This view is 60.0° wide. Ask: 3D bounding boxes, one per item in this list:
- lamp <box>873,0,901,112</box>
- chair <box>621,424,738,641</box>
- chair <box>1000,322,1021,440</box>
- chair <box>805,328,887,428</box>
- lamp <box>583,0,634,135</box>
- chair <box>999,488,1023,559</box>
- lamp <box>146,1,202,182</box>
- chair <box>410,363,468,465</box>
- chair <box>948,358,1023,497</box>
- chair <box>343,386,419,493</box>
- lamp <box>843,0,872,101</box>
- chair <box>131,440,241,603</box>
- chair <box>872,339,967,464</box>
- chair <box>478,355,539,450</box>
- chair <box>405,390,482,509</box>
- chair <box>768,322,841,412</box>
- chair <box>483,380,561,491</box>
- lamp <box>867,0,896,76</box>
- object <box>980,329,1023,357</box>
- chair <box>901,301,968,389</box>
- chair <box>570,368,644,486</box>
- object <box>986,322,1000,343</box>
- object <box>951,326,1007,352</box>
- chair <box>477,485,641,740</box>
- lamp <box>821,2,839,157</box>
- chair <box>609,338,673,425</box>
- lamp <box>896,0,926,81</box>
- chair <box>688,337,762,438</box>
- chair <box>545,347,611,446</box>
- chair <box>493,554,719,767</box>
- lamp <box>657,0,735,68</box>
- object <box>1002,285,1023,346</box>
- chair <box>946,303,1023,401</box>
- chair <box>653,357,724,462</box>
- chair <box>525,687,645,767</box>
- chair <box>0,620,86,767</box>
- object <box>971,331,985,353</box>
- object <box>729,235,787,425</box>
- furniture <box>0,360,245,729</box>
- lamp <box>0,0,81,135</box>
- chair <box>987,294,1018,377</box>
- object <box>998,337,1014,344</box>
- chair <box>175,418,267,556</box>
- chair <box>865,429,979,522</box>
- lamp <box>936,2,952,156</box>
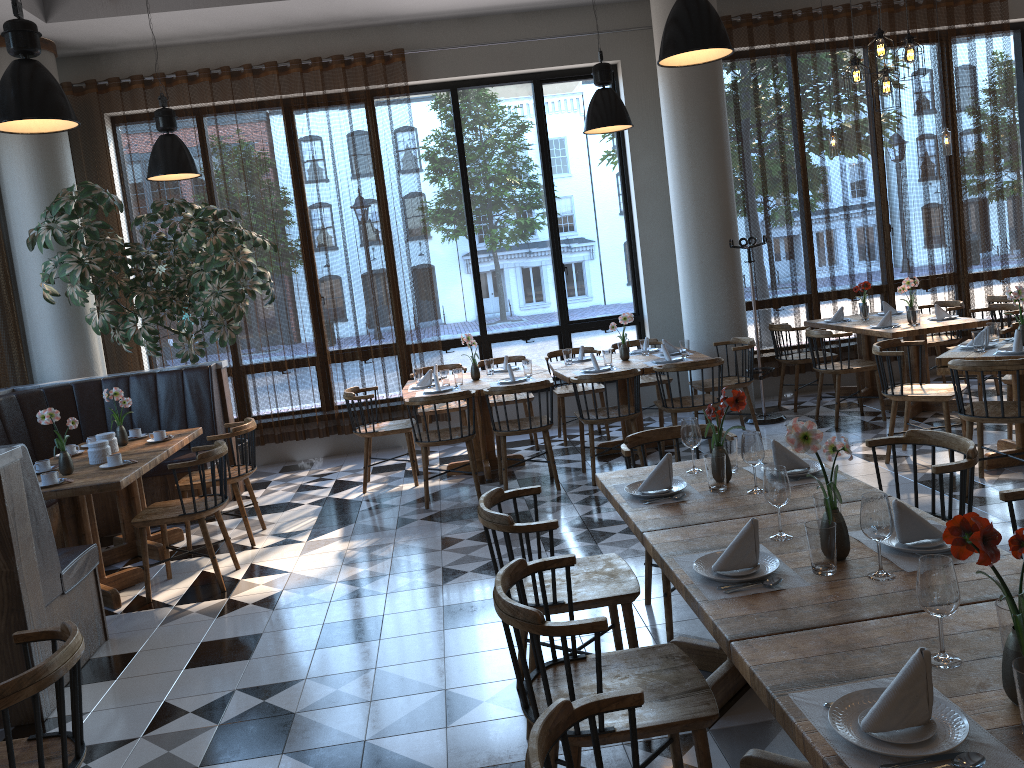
[{"bbox_3d":[2.630,-3.027,6.387,0.175,2.063,0.175,-9,6,-18],"label":"lamp"},{"bbox_3d":[0.805,0.640,3.993,0.519,0.814,0.552,-7,6,-4],"label":"chair"},{"bbox_3d":[3.716,-0.007,6.178,0.519,0.814,0.552,-2,8,40],"label":"chair"},{"bbox_3d":[2.828,-0.087,7.556,0.550,0.814,0.521,-7,6,-4],"label":"chair"},{"bbox_3d":[0.627,-2.864,6.707,0.391,1.857,0.391,-10,6,-27],"label":"lamp"},{"bbox_3d":[1.580,0.742,2.553,0.550,0.814,0.521,-7,6,-4],"label":"chair"},{"bbox_3d":[-2.605,-2.441,6.458,0.390,1.857,0.392,-6,5,8],"label":"lamp"},{"bbox_3d":[-0.622,0.261,8.056,0.519,0.814,0.552,-7,6,-4],"label":"chair"},{"bbox_3d":[2.893,0.224,5.203,0.519,0.814,0.552,-2,8,40],"label":"chair"},{"bbox_3d":[-1.055,0.421,7.258,0.550,0.814,0.521,-7,6,-4],"label":"chair"},{"bbox_3d":[2.475,-3.163,6.547,0.175,2.063,0.176,-3,7,38],"label":"lamp"},{"bbox_3d":[-1.921,0.797,5.259,0.550,0.814,0.521,-7,6,-4],"label":"chair"},{"bbox_3d":[2.814,0.111,6.108,0.549,0.814,0.522,-2,8,40],"label":"chair"},{"bbox_3d":[-0.034,0.184,8.102,0.519,0.814,0.552,-7,6,-4],"label":"chair"},{"bbox_3d":[-0.484,0.448,6.556,0.519,0.814,0.552,-7,6,-4],"label":"chair"},{"bbox_3d":[2.755,-0.192,8.394,0.550,0.814,0.521,-7,6,-4],"label":"chair"},{"bbox_3d":[0.086,0.373,6.600,0.519,0.814,0.552,-7,6,-4],"label":"chair"},{"bbox_3d":[2.495,-3.214,6.162,0.175,2.063,0.175,-9,6,-18],"label":"lamp"},{"bbox_3d":[3.097,-0.261,5.442,0.352,0.136,0.274,-1,10,41],"label":"object"},{"bbox_3d":[4.046,-0.361,8.493,0.550,0.814,0.521,-7,6,-4],"label":"chair"},{"bbox_3d":[0.729,0.289,6.650,0.519,0.814,0.552,-7,6,-4],"label":"chair"},{"bbox_3d":[3.239,-0.346,5.961,0.080,0.131,0.080,-10,7,-29],"label":"object"},{"bbox_3d":[3.061,-0.308,5.818,0.271,0.136,0.353,-1,10,40],"label":"object"},{"bbox_3d":[0.190,0.806,3.313,0.550,0.814,0.521,-7,6,-4],"label":"chair"},{"bbox_3d":[2.910,-3.101,8.229,0.078,1.956,0.078,-10,6,-29],"label":"lamp"},{"bbox_3d":[1.215,0.020,8.198,0.519,0.814,0.552,-7,6,-4],"label":"chair"},{"bbox_3d":[2.709,-3.185,6.180,0.175,2.063,0.175,-10,6,-29],"label":"lamp"},{"bbox_3d":[1.802,0.047,7.479,0.550,0.814,0.521,-7,6,-4],"label":"chair"},{"bbox_3d":[0.610,0.100,8.152,0.519,0.814,0.552,-7,6,-4],"label":"chair"},{"bbox_3d":[0.266,0.914,2.451,0.550,0.814,0.521,-7,6,-4],"label":"chair"},{"bbox_3d":[0.827,-2.581,4.440,0.391,1.857,0.391,-9,6,-17],"label":"lamp"},{"bbox_3d":[3.220,-0.436,5.644,0.146,0.398,0.207,-5,6,15],"label":"object"},{"bbox_3d":[4.120,-0.256,7.656,0.550,0.814,0.521,-7,6,-4],"label":"chair"},{"bbox_3d":[1.352,0.207,6.698,0.519,0.814,0.552,-7,6,-4],"label":"chair"},{"bbox_3d":[0.341,1.022,1.591,0.550,0.814,0.521,-7,6,-4],"label":"chair"},{"bbox_3d":[-1.386,1.126,2.354,0.550,0.814,0.521,-7,6,-4],"label":"chair"},{"bbox_3d":[2.963,-0.267,5.623,0.080,0.131,0.080,-10,7,-29],"label":"object"},{"bbox_3d":[2.188,-0.486,7.932,0.375,1.652,0.375,-9,6,-22],"label":"object"},{"bbox_3d":[-3.147,0.732,5.583,1.918,1.145,4.055,-7,8,-4],"label":"furniture"},{"bbox_3d":[-2.406,-2.158,4.190,0.390,1.857,0.392,-7,5,-2],"label":"lamp"},{"bbox_3d":[4.933,-0.477,8.562,0.550,0.814,0.521,-7,6,-4],"label":"chair"},{"bbox_3d":[3.423,-0.331,5.664,0.581,0.136,0.580,0,10,40],"label":"object"},{"bbox_3d":[-1.996,0.690,6.112,0.550,0.814,0.521,-7,6,-4],"label":"chair"},{"bbox_3d":[1.504,0.634,3.414,0.550,0.814,0.521,-7,6,-4],"label":"chair"},{"bbox_3d":[4.020,-3.140,8.324,0.078,1.956,0.078,-3,7,36],"label":"lamp"}]
